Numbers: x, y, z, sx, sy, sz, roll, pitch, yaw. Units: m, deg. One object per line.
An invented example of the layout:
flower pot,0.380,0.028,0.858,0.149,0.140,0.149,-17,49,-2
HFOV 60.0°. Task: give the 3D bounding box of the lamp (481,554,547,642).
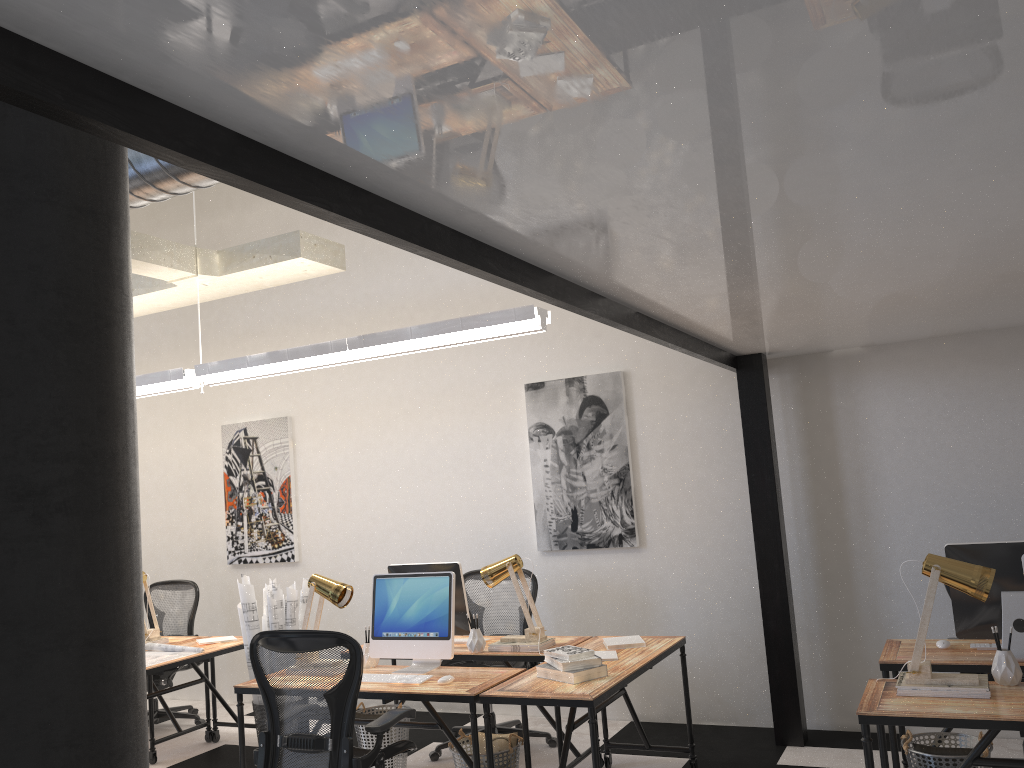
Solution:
lamp,0.002,1.182,4.914,0.345,0.469,0.128,-8,-7,26

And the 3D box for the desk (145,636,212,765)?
desk,-2.848,2.211,6.309,1.402,0.723,0.530,-8,-7,26

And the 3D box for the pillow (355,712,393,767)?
pillow,-0.774,2.054,5.017,0.239,0.406,0.120,-8,-7,27

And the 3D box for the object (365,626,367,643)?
object,-0.764,1.380,4.662,0.008,0.207,0.054,-4,-6,-9

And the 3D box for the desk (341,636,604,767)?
desk,-0.246,1.859,5.077,1.402,0.723,0.530,-8,-7,26

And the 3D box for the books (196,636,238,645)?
books,-2.000,1.734,6.005,0.243,0.019,0.205,-1,-8,-26

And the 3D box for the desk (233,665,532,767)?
desk,-0.631,1.800,4.324,1.402,0.723,0.530,-8,-7,26

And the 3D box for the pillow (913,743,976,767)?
pillow,1.815,1.690,3.671,0.239,0.406,0.120,-8,-7,27

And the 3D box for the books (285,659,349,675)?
books,-0.992,1.480,4.636,0.309,0.038,0.226,-8,-7,26

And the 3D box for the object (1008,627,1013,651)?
object,1.854,1.013,3.311,0.054,0.207,0.008,-5,-6,9

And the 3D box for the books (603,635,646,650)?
books,0.593,1.373,4.710,0.200,0.024,0.235,-4,-7,0

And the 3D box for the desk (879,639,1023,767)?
desk,2.344,1.495,3.731,1.402,0.723,0.530,-8,-7,26

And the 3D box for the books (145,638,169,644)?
books,-2.547,1.774,6.074,0.309,0.038,0.226,-8,-7,26

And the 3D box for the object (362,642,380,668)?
object,-0.748,1.420,4.652,0.101,0.126,0.101,-2,-7,-19

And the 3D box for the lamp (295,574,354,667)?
lamp,-0.979,1.224,4.615,0.345,0.469,0.126,-8,-7,26

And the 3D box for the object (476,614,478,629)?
object,-0.186,1.355,4.834,0.008,0.207,0.054,-4,-6,-9

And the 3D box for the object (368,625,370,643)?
object,-0.755,1.381,4.671,0.008,0.207,0.054,-6,-6,13

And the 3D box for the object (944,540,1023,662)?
object,2.105,0.902,3.709,0.484,0.484,0.190,-8,-7,26

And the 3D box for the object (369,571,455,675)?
object,-0.487,1.197,4.469,0.484,0.484,0.190,-8,-7,26

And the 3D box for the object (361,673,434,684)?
object,-0.592,1.415,4.258,0.439,0.017,0.119,-8,-7,26

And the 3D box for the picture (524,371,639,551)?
picture,0.470,0.543,6.136,0.732,1.181,0.049,-8,-7,26

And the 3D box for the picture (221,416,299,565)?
picture,-2.114,0.898,7.409,0.732,1.181,0.049,-8,-7,26

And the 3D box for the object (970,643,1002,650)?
object,2.246,1.145,3.873,0.439,0.017,0.119,-8,-7,26

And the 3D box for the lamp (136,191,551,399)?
lamp,-3.194,-1.203,6.360,7.307,2.860,0.226,-8,-7,26

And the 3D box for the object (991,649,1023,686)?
object,1.842,1.056,3.306,0.101,0.126,0.101,-2,-7,-19

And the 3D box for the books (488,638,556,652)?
books,0.055,1.422,4.842,0.309,0.038,0.226,-8,-7,26

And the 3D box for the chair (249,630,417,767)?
chair,-0.776,1.579,3.867,0.770,1.084,0.793,-6,-6,10

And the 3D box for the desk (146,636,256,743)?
desk,-2.171,2.062,5.511,0.530,0.723,1.402,-8,-7,26

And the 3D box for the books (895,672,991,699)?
books,1.598,1.116,3.290,0.309,0.038,0.226,-8,-7,26

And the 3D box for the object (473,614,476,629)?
object,-0.195,1.355,4.825,0.008,0.207,0.054,-6,-6,13

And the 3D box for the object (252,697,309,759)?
object,-1.458,2.197,5.628,0.353,0.398,0.353,-2,-7,-19

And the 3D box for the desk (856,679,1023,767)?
desk,1.959,1.436,2.978,1.402,0.723,0.530,-8,-7,26

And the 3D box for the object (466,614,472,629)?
object,-0.215,1.357,4.839,0.054,0.207,0.008,-5,-6,9

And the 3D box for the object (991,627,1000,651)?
object,1.826,1.016,3.316,0.008,0.207,0.054,-4,-6,-9

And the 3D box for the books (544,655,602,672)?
books,0.275,1.260,4.060,0.193,0.044,0.258,-3,-7,-16

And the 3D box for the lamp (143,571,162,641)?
lamp,-2.599,1.533,6.146,0.345,0.469,0.128,-8,-7,26

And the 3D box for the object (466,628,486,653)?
object,-0.196,1.398,4.835,0.101,0.126,0.101,-2,-7,-19

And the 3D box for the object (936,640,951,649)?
object,1.956,1.179,4.024,0.059,0.029,0.106,-8,-7,27

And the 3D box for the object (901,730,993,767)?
object,1.854,1.682,3.740,0.359,0.434,0.353,-7,-7,22

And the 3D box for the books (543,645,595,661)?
books,0.260,1.229,4.055,0.153,0.030,0.185,0,-8,-36

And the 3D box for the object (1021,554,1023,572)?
object,2.102,0.833,3.123,0.484,0.484,0.190,-8,-7,26

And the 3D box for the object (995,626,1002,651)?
object,1.835,1.017,3.325,0.008,0.207,0.054,-6,-6,13

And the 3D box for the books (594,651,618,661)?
books,0.401,1.356,4.420,0.243,0.019,0.205,-5,-7,4

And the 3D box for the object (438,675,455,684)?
object,-0.303,1.368,4.108,0.059,0.029,0.106,-8,-7,27

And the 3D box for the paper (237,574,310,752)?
paper,-1.514,1.791,5.668,0.440,1.196,0.413,-5,-6,4

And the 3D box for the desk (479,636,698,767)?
desk,0.430,1.711,4.279,0.530,0.723,1.402,-8,-7,26

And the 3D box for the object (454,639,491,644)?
object,-0.344,1.509,5.219,0.439,0.017,0.119,-8,-7,26

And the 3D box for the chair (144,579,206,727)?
chair,-2.731,2.081,6.801,0.770,1.084,0.793,-6,-6,10

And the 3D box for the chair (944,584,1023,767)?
chair,2.461,1.365,4.223,0.770,1.084,0.793,-6,-6,10

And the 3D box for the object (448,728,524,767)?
object,-0.119,1.902,4.284,0.359,0.434,0.353,-7,-7,22

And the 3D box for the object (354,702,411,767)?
object,-0.736,2.046,5.086,0.359,0.434,0.353,-7,-7,22

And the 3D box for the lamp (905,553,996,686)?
lamp,1.611,0.860,3.269,0.345,0.469,0.126,-8,-7,26

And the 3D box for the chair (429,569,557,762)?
chair,-0.129,1.730,5.569,0.770,1.084,0.793,-6,-6,10

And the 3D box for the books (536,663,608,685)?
books,0.268,1.304,4.030,0.200,0.050,0.272,0,-8,-36

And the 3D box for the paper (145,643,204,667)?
paper,-2.282,1.676,5.456,0.568,0.061,0.626,-7,-7,23

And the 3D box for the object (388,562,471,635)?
object,-0.484,1.266,5.055,0.484,0.484,0.190,-8,-7,26

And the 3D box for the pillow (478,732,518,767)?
pillow,-0.078,1.920,4.351,0.239,0.406,0.120,-8,-7,27
